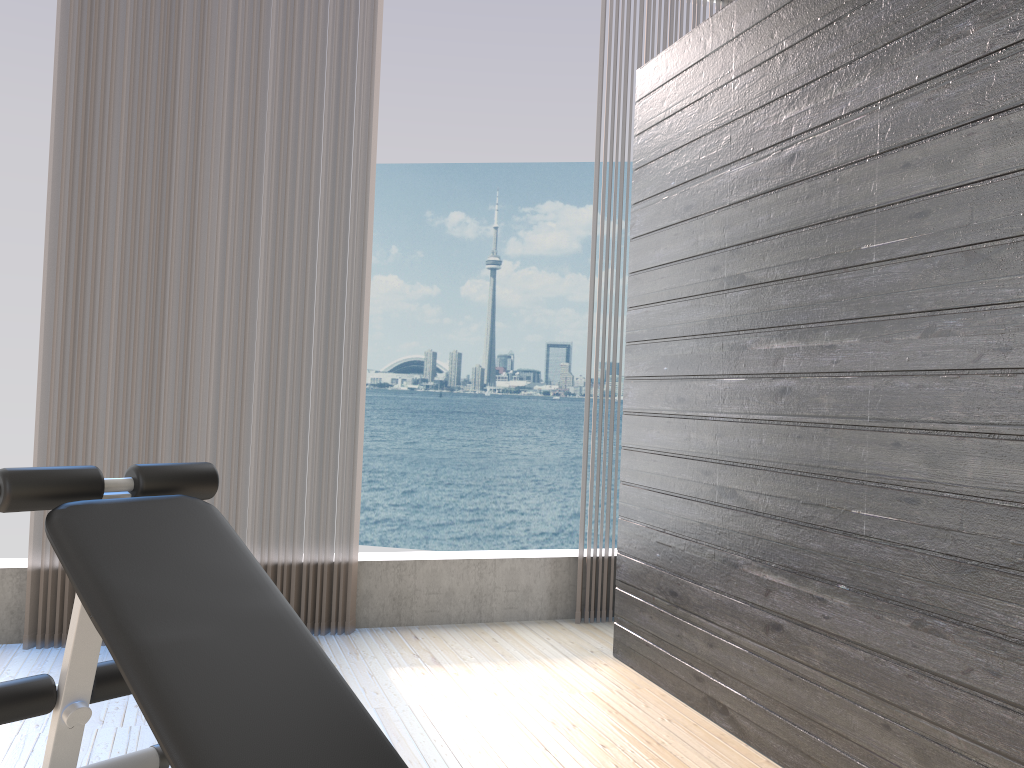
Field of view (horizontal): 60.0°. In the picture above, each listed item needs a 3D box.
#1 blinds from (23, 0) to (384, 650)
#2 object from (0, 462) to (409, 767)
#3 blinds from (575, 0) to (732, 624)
[{"bbox_3d":[-1.071,-0.447,3.233,1.133,2.744,0.069,3,-1,-19],"label":"blinds"},{"bbox_3d":[-0.491,0.546,1.514,1.312,0.746,0.505,2,-1,40],"label":"object"},{"bbox_3d":[0.847,-0.353,3.904,1.133,2.744,0.069,3,-1,-19],"label":"blinds"}]
